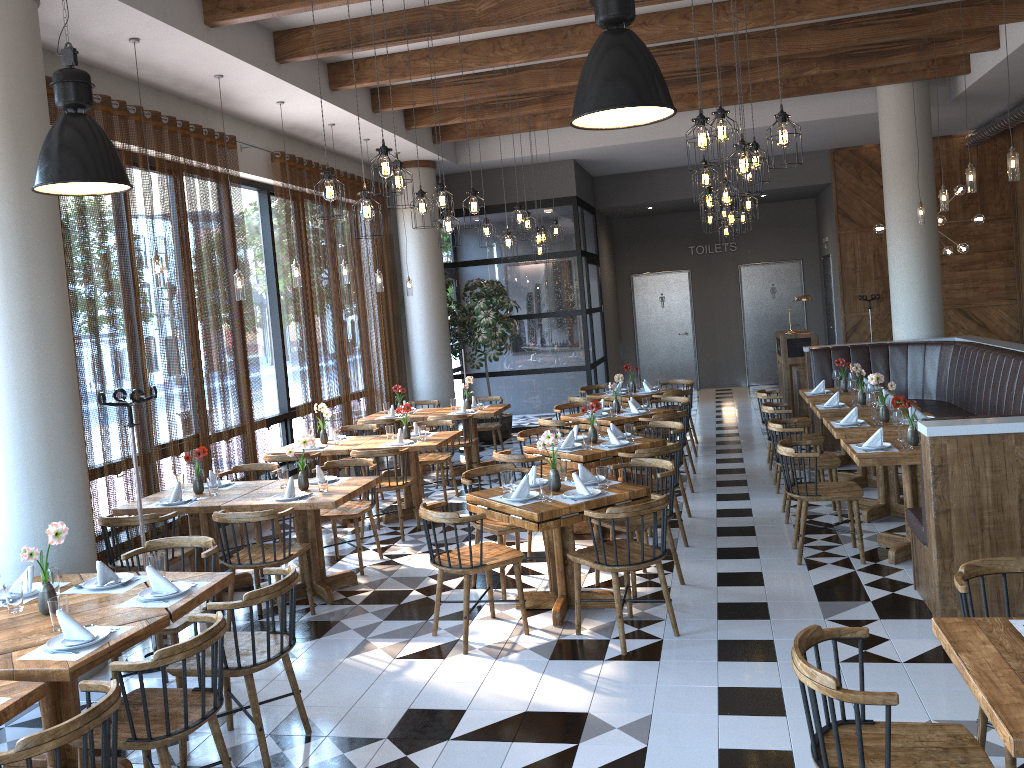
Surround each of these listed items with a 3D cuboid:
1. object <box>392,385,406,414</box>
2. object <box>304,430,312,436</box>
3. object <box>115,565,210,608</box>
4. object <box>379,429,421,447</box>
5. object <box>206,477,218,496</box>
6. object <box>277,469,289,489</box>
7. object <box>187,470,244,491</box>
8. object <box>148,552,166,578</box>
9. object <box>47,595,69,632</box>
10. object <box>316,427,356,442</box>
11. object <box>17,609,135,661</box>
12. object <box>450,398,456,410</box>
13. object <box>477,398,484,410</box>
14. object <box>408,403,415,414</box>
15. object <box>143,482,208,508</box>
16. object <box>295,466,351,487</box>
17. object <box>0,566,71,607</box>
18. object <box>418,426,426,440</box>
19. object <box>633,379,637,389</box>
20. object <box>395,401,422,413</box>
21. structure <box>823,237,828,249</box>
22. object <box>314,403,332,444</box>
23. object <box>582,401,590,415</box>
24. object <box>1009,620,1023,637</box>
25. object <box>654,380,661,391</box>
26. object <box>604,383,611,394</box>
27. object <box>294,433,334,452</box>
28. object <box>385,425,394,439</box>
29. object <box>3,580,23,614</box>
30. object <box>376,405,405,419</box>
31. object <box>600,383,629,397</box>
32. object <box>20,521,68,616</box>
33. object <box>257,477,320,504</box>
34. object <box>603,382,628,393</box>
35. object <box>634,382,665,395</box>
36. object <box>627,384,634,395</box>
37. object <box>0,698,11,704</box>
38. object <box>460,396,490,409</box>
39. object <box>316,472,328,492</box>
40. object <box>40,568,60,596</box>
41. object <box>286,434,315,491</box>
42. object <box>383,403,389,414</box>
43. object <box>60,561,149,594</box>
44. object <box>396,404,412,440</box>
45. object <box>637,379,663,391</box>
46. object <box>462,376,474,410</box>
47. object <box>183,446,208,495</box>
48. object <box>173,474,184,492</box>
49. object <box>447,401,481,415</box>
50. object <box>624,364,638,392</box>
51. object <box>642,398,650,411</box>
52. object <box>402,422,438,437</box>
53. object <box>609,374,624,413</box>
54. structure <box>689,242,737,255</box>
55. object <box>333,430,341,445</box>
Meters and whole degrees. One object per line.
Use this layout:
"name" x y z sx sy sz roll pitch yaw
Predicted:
"object" -1.373 0.184 10.854 0.156 0.354 0.171 -5 3 -11
"object" -2.038 0.527 8.863 0.080 0.132 0.080 -8 4 -42
"object" -1.613 0.905 4.094 0.271 0.137 0.353 -4 5 13
"object" -1.053 0.493 8.261 0.351 0.137 0.273 -4 5 13
"object" -2.181 0.749 6.464 0.080 0.132 0.080 -2 4 38
"object" -1.683 0.700 6.531 0.080 0.132 0.080 -5 3 -2
"object" -2.293 0.722 6.845 0.351 0.137 0.273 -4 5 13
"object" -1.728 0.897 4.326 0.080 0.132 0.080 -5 3 -2
"object" -1.899 0.964 3.718 0.080 0.132 0.080 -5 3 -2
"object" -1.804 0.494 8.983 0.351 0.137 0.273 -4 5 13
"object" -1.740 0.964 3.536 0.271 0.137 0.353 -4 5 13
"object" -0.711 0.247 10.778 0.080 0.132 0.080 -5 3 -2
"object" -0.366 0.240 10.513 0.080 0.132 0.080 -5 3 -2
"object" -1.210 0.295 10.710 0.080 0.132 0.080 -3 4 28
"object" -2.406 0.777 6.325 0.351 0.137 0.273 -4 5 13
"object" -1.430 0.666 6.644 0.351 0.137 0.273 -4 5 13
"object" -2.385 0.953 4.298 0.271 0.137 0.353 -4 5 13
"object" -0.849 0.466 8.402 0.080 0.132 0.080 -5 3 -2
"object" 1.566 0.005 11.329 0.080 0.132 0.080 -2 4 38
"object" -1.322 0.269 11.086 0.351 0.137 0.273 -4 5 13
"structure" 5.594 -2.509 15.782 0.025 0.196 0.567 -4 5 13
"object" -1.857 0.387 8.746 0.206 0.399 0.147 -4 3 17
"object" 0.780 0.252 9.266 0.080 0.132 0.080 -3 4 28
"object" 1.801 0.727 2.801 0.351 0.137 0.273 -4 5 13
"object" 1.804 0.016 10.969 0.080 0.132 0.080 -2 4 38
"object" 1.199 0.056 11.098 0.080 0.132 0.080 -6 3 -12
"object" -1.917 0.549 8.463 0.351 0.137 0.273 -4 5 13
"object" -1.195 0.472 8.666 0.080 0.132 0.080 -5 3 -2
"object" -2.258 0.969 4.021 0.080 0.132 0.080 -5 3 -2
"object" -1.435 0.324 10.567 0.351 0.137 0.273 -4 5 13
"object" 1.281 0.065 10.889 0.272 0.137 0.352 -8 5 -32
"object" -2.058 0.825 3.934 0.146 0.399 0.207 -4 3 18
"object" -1.543 0.721 6.124 0.351 0.137 0.273 -4 5 13
"object" 1.358 0.026 11.258 0.353 0.137 0.272 -8 5 -31
"object" 1.649 0.041 10.806 0.353 0.137 0.272 -8 5 -31
"object" 1.439 0.068 10.726 0.080 0.132 0.080 -3 4 28
"object" -1.888 1.033 2.890 0.271 0.137 0.353 -4 5 13
"object" -0.459 0.213 10.885 0.351 0.137 0.273 -4 5 13
"object" -1.338 0.694 6.267 0.080 0.132 0.080 -5 3 -2
"object" -2.180 0.947 4.193 0.080 0.132 0.080 -5 3 -2
"object" -1.506 0.566 6.351 0.207 0.399 0.146 -6 3 -23
"object" -1.555 0.301 10.975 0.080 0.132 0.080 -3 4 28
"object" -1.979 0.915 4.339 0.351 0.137 0.273 -4 5 13
"object" -1.024 0.363 8.466 0.156 0.354 0.171 -5 3 -8
"object" 1.727 0.002 11.175 0.272 0.137 0.352 -8 5 -32
"object" -0.516 0.109 10.625 0.146 0.399 0.207 -5 3 6
"object" -2.316 0.640 6.552 0.171 0.354 0.156 -3 4 36
"object" -2.526 0.755 6.728 0.080 0.132 0.080 -2 4 38
"object" -0.572 0.268 10.365 0.351 0.137 0.273 -4 5 13
"object" 1.483 -0.077 11.060 0.156 0.354 0.171 -7 3 -30
"object" 1.385 0.211 9.137 0.080 0.132 0.080 -3 4 28
"object" -0.941 0.438 8.781 0.351 0.137 0.273 -4 5 13
"object" 1.093 0.098 9.178 0.146 0.399 0.207 -4 3 25
"structure" 3.944 -2.661 17.426 0.915 0.165 0.035 -4 3 13
"object" -1.693 0.521 8.599 0.080 0.132 0.080 -8 4 -42
